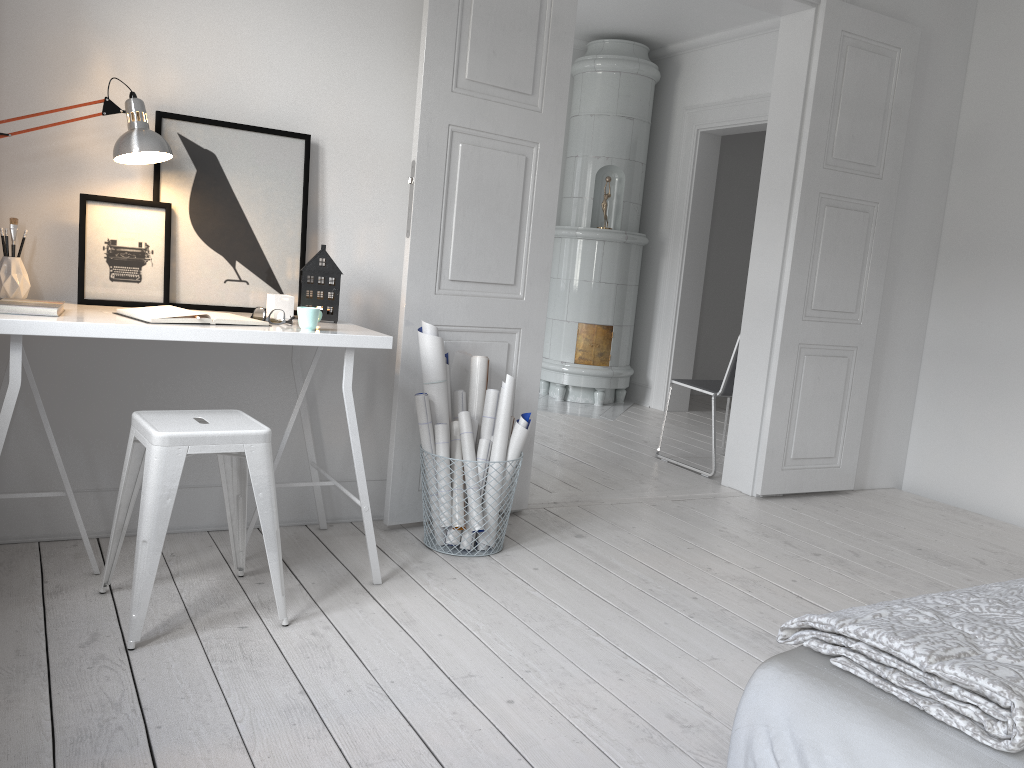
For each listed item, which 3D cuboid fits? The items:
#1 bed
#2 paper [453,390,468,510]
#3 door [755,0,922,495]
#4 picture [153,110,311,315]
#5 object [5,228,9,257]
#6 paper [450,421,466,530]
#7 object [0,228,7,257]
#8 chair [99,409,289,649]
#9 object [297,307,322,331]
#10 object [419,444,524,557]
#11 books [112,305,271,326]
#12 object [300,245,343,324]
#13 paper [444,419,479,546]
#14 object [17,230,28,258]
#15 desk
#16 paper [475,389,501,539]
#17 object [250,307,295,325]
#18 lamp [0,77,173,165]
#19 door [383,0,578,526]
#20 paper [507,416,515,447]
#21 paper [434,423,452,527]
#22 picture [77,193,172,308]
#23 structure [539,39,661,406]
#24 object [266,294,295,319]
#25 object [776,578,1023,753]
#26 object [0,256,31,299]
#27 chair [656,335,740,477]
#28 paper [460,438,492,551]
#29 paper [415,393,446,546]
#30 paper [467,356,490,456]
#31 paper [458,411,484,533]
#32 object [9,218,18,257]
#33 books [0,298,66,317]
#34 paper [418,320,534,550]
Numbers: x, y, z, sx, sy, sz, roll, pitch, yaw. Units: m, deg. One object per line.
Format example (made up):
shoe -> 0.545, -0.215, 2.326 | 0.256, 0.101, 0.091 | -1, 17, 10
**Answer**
bed -> 1.498, 0.484, 0.731 | 1.888, 1.168, 2.177 | 1, 9, -29
paper -> -0.188, 0.298, 3.274 | 0.047, 0.541, 0.200 | 2, 8, -26
door -> 1.597, -0.604, 4.336 | 0.666, 2.325, 0.034 | 1, 9, -29
picture -> -0.920, -0.546, 2.922 | 0.493, 0.614, 0.062 | 1, 9, -29
object -> -1.490, -0.355, 2.621 | 0.008, 0.207, 0.054 | -1, 10, -42
paper -> -0.194, 0.323, 3.165 | 0.047, 0.358, 0.239 | 3, 8, -15
object -> -1.488, -0.354, 2.608 | 0.054, 0.207, 0.008 | 9, 8, 25
chair -> -0.857, 0.356, 2.410 | 0.407, 0.527, 0.409 | 0, 9, -34
object -> -0.581, -0.187, 2.563 | 0.082, 0.065, 0.064 | 1, 9, -31
object -> -0.161, 0.407, 3.204 | 0.374, 0.350, 0.374 | 1, 9, -27
books -> -0.901, -0.195, 2.526 | 0.358, 0.029, 0.291 | -2, 11, -43
object -> -0.624, -0.330, 2.898 | 0.135, 0.248, 0.135 | 4, 8, -14
paper -> -0.181, 0.350, 3.194 | 0.054, 0.431, 0.253 | 6, 8, 6
object -> -1.468, -0.355, 2.629 | 0.008, 0.207, 0.054 | 12, 10, 43
desk -> -1.011, 0.183, 2.667 | 1.163, 0.776, 0.641 | 1, 9, -29
paper -> -0.104, 0.294, 3.274 | 0.060, 0.553, 0.153 | 8, 8, 16
object -> -0.701, -0.204, 2.673 | 0.133, 0.047, 0.114 | -1, 10, -41
lamp -> -1.276, -0.522, 2.539 | 0.568, 0.745, 0.164 | 0, 9, -34
door -> -0.102, -0.630, 3.334 | 0.678, 2.325, 0.034 | 0, 10, -38
paper -> -0.056, 0.344, 3.296 | 0.057, 0.464, 0.123 | 10, 9, 32
paper -> -0.241, 0.320, 3.121 | 0.047, 0.360, 0.129 | -1, 10, -40
picture -> -1.197, -0.406, 2.746 | 0.261, 0.333, 0.062 | 1, 9, -29
structure -> 0.687, -1.233, 6.971 | 0.788, 2.742, 0.787 | 12, 10, 43
object -> -0.755, -0.253, 2.889 | 0.065, 0.073, 0.078 | 0, 9, -33
object -> 1.097, 0.370, 1.466 | 1.460, 0.104, 0.405 | 1, 9, -29
object -> -1.480, -0.313, 2.622 | 0.101, 0.126, 0.101 | 1, 9, -29
chair -> 1.216, 0.073, 4.979 | 0.562, 0.797, 0.525 | 1, 9, -29
paper -> -0.127, 0.389, 3.196 | 0.078, 0.389, 0.234 | 6, 8, 1
paper -> -0.283, 0.303, 3.139 | 0.166, 0.546, 0.046 | 5, 8, -6
paper -> -0.142, 0.229, 3.326 | 0.073, 0.669, 0.181 | 4, 8, -8
paper -> -0.145, 0.310, 3.158 | 0.049, 0.403, 0.244 | 2, 8, -27
object -> -1.479, -0.373, 2.631 | 0.023, 0.239, 0.028 | 1, 9, -32
books -> -1.273, -0.204, 2.345 | 0.149, 0.024, 0.207 | 2, 8, -23
paper -> -0.153, 0.182, 3.201 | 0.431, 0.793, 0.181 | 7, 8, 13
